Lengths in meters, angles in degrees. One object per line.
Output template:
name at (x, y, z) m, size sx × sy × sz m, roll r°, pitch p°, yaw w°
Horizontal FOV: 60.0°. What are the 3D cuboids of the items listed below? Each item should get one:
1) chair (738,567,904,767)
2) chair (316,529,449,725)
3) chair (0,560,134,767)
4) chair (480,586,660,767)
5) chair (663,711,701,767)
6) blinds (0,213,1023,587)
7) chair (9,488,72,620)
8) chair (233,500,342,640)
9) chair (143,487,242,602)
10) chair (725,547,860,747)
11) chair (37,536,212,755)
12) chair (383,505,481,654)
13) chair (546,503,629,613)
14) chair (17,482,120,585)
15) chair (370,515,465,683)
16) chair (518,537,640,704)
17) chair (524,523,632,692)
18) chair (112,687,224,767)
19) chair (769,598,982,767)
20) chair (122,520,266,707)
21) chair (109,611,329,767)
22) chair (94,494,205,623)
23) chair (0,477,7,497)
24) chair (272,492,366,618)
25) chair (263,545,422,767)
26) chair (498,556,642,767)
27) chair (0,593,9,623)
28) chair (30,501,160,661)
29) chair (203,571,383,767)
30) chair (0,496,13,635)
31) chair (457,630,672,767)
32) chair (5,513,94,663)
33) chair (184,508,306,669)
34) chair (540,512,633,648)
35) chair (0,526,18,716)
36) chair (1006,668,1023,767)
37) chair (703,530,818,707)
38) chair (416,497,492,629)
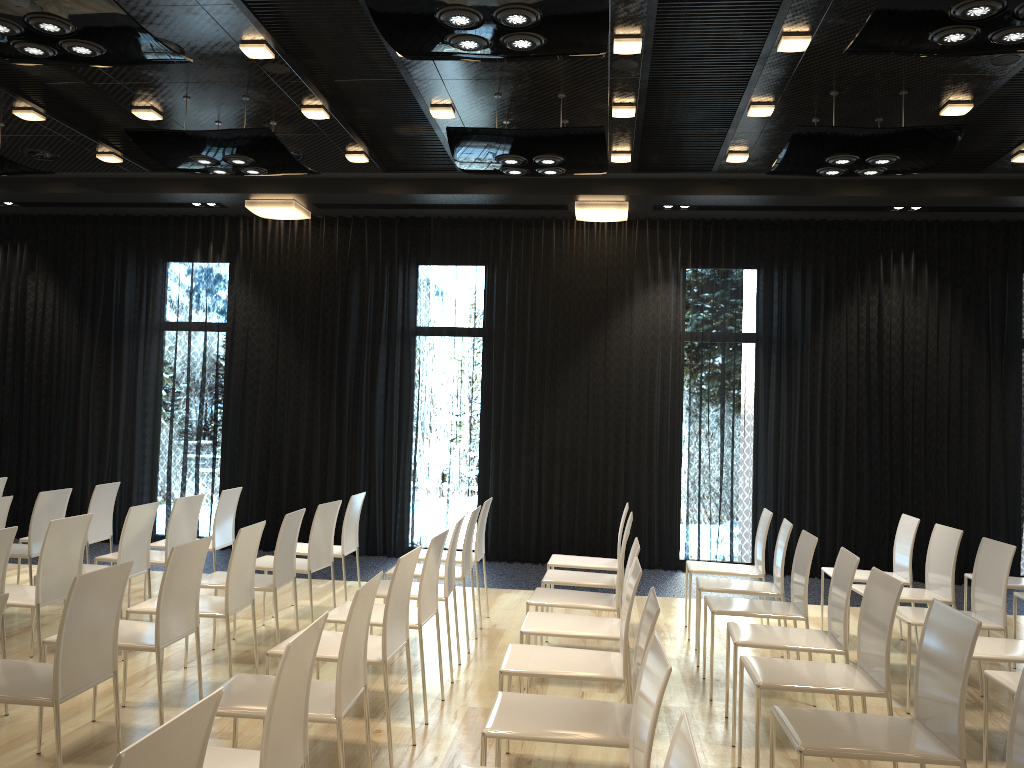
chair at (1.216, 1.183, 3.531) m, size 0.548 × 0.872 × 0.420 m, roll 2°, pitch -2°, yaw 6°
chair at (-0.624, 1.162, 4.385) m, size 0.548 × 0.872 × 0.420 m, roll 1°, pitch -2°, yaw 8°
chair at (-1.711, 1.077, 3.143) m, size 0.548 × 0.872 × 0.420 m, roll 2°, pitch -2°, yaw 6°
chair at (0.197, 1.127, 2.929) m, size 0.548 × 0.872 × 0.420 m, roll 2°, pitch -2°, yaw 6°
chair at (0.045, 1.067, 1.583) m, size 0.548 × 0.872 × 0.420 m, roll 2°, pitch -2°, yaw 6°
blinds at (-0.866, 0.024, 8.959) m, size 18.163 × 3.464 × 0.261 m, roll 2°, pitch -2°, yaw 6°
chair at (-3.351, 1.143, 5.985) m, size 0.548 × 0.872 × 0.420 m, roll 2°, pitch -2°, yaw 4°
chair at (-1.444, 1.193, 5.761) m, size 0.548 × 0.872 × 0.420 m, roll 1°, pitch -2°, yaw 11°
chair at (-2.329, 1.197, 6.515) m, size 0.548 × 0.872 × 0.420 m, roll 2°, pitch -2°, yaw 4°
chair at (1.302, 1.212, 4.159) m, size 0.548 × 0.872 × 0.420 m, roll 1°, pitch -2°, yaw 9°
chair at (-1.656, 1.107, 3.848) m, size 0.548 × 0.872 × 0.420 m, roll 2°, pitch -2°, yaw 6°
chair at (-0.500, 1.218, 5.660) m, size 0.548 × 0.872 × 0.420 m, roll 2°, pitch -2°, yaw 5°
chair at (0.536, 1.274, 6.229) m, size 0.548 × 0.872 × 0.420 m, roll 1°, pitch -2°, yaw 7°
chair at (-3.294, 1.171, 6.619) m, size 0.548 × 0.872 × 0.420 m, roll 2°, pitch -2°, yaw 1°
chair at (-0.566, 1.190, 5.027) m, size 0.548 × 0.872 × 0.420 m, roll 2°, pitch -2°, yaw 3°
chair at (0.329, 1.187, 4.273) m, size 0.548 × 0.872 × 0.420 m, roll 2°, pitch -2°, yaw 6°
chair at (0.377, 1.215, 4.916) m, size 0.548 × 0.872 × 0.420 m, roll 1°, pitch -2°, yaw 9°
chair at (-0.893, 1.040, 1.653) m, size 0.548 × 0.872 × 0.420 m, roll 1°, pitch -2°, yaw 8°
chair at (1.156, 1.154, 2.867) m, size 0.548 × 0.872 × 0.420 m, roll 2°, pitch -2°, yaw 5°
chair at (-1.581, 1.135, 4.468) m, size 0.548 × 0.872 × 0.420 m, roll 2°, pitch -2°, yaw 3°
chair at (-0.818, 1.072, 2.368) m, size 0.548 × 0.872 × 0.420 m, roll 2°, pitch -2°, yaw 3°
chair at (-2.396, 1.168, 5.883) m, size 0.548 × 0.872 × 0.420 m, roll 1°, pitch -2°, yaw 9°
chair at (-4.219, 1.146, 6.718) m, size 0.548 × 0.872 × 0.420 m, roll 2°, pitch -2°, yaw 2°
chair at (-1.384, 1.222, 6.424) m, size 0.548 × 0.872 × 0.420 m, roll 2°, pitch -2°, yaw 6°
chair at (-0.701, 1.133, 3.756) m, size 0.548 × 0.872 × 0.420 m, roll 1°, pitch -2°, yaw 8°
chair at (0.239, 1.157, 3.616) m, size 0.548 × 0.872 × 0.420 m, roll 2°, pitch -2°, yaw 5°
chair at (-1.810, 1.047, 2.494) m, size 0.548 × 0.872 × 0.420 m, roll 1°, pitch -2°, yaw 7°
chair at (-2.452, 1.141, 5.259) m, size 0.548 × 0.872 × 0.420 m, roll 2°, pitch -2°, yaw 3°
chair at (-0.764, 1.103, 3.062) m, size 0.548 × 0.872 × 0.420 m, roll 2°, pitch -2°, yaw 4°
chair at (-3.399, 1.115, 5.340) m, size 0.548 × 0.872 × 0.420 m, roll 2°, pitch -2°, yaw 4°
chair at (0.106, 1.096, 2.259) m, size 0.548 × 0.872 × 0.420 m, roll 2°, pitch -2°, yaw 4°
chair at (-2.535, 1.110, 4.570) m, size 0.548 × 0.872 × 0.420 m, roll 2°, pitch -2°, yaw 6°
chair at (-1.530, 1.165, 5.140) m, size 0.548 × 0.872 × 0.420 m, roll 2°, pitch -2°, yaw 3°
chair at (0.476, 1.244, 5.565) m, size 0.548 × 0.872 × 0.420 m, roll 1°, pitch -2°, yaw 7°
chair at (-2.600, 1.083, 3.959) m, size 0.548 × 0.872 × 0.420 m, roll 2°, pitch -2°, yaw 5°
chair at (1.074, 1.123, 2.185) m, size 0.548 × 0.872 × 0.420 m, roll 1°, pitch -2°, yaw 9°
chair at (1.344, 1.241, 4.833) m, size 0.548 × 0.872 × 0.420 m, roll 1°, pitch -2°, yaw 7°
chair at (-0.441, 1.246, 6.303) m, size 0.548 × 0.872 × 0.420 m, roll 2°, pitch -2°, yaw 6°
